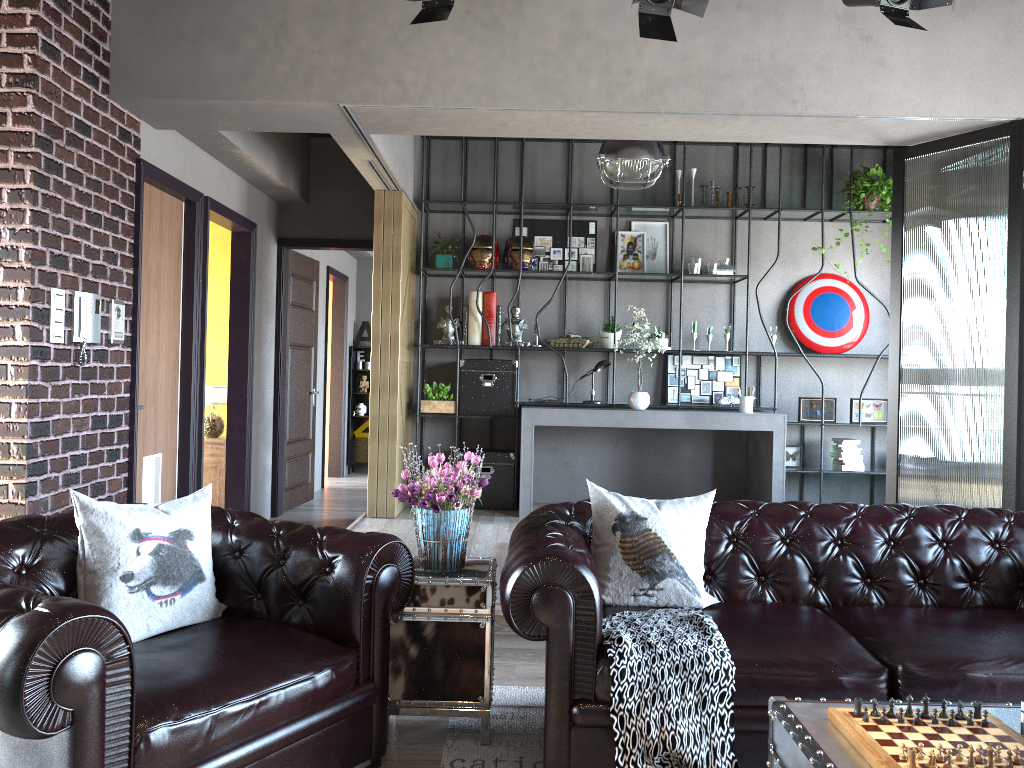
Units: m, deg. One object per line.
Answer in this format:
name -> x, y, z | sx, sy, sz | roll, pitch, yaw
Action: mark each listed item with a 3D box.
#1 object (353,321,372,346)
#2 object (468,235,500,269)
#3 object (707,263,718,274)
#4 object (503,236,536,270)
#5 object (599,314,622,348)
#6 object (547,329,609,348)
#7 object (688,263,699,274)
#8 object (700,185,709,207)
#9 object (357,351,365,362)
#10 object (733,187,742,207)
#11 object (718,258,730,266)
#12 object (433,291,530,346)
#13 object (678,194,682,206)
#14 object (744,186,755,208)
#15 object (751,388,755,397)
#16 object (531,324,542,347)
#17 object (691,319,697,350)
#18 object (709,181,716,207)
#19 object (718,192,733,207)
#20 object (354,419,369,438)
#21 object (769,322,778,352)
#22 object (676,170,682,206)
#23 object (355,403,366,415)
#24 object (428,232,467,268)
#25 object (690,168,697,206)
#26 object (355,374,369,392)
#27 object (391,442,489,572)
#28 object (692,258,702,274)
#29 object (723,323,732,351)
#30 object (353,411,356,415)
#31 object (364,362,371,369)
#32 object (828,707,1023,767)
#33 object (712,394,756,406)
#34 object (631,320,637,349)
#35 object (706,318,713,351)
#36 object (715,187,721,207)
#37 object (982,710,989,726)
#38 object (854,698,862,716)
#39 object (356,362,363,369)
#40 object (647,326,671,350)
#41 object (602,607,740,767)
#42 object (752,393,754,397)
object -> -1.960, -0.667, 11.871 | 0.343, 0.344, 0.057 | 1, 0, 0
object -> -0.247, -1.136, 7.698 | 0.280, 0.327, 0.399 | 1, 0, 5
object -> 1.708, -0.975, 7.564 | 0.092, 0.099, 0.092 | 1, 0, -42
object -> 0.072, -1.128, 7.695 | 0.280, 0.327, 0.399 | 1, 0, -10
object -> 0.856, -0.455, 7.659 | 0.193, 0.305, 0.136 | 1, 0, 34
object -> 0.588, -0.394, 7.719 | 0.577, 0.170, 0.206 | 2, 0, 35
object -> 1.545, -0.978, 7.565 | 0.092, 0.099, 0.092 | 1, 0, 38
object -> 1.668, -1.618, 7.708 | 0.084, 0.233, 0.084 | 1, 0, 27
object -> -2.022, -0.370, 11.872 | 0.107, 0.151, 0.055 | 1, 0, 0
object -> 1.972, -1.611, 7.755 | 0.084, 0.233, 0.084 | 1, 0, -19
object -> 1.862, -1.068, 7.785 | 0.103, 0.068, 0.103 | 1, 0, -7
object -> -0.254, -0.560, 7.723 | 0.833, 0.466, 0.289 | 1, 0, 0
object -> 1.447, -1.571, 7.635 | 0.135, 0.129, 0.135 | 1, 0, -27
object -> 2.053, -1.608, 7.656 | 0.130, 0.232, 0.130 | 1, 0, -22
object -> 1.977, 0.117, 7.328 | 0.062, 0.169, 0.009 | 1, 0, 0
object -> 0.215, -0.417, 7.610 | 0.093, 0.200, 0.093 | 1, 0, -5
object -> 1.558, -0.422, 7.592 | 0.113, 0.275, 0.113 | 1, 0, 4
object -> 1.726, -1.621, 7.635 | 0.100, 0.243, 0.100 | 1, 0, 9
object -> 1.874, -1.572, 7.643 | 0.189, 0.152, 0.189 | 1, 0, 23
object -> -1.913, 0.559, 11.865 | 0.393, 0.321, 0.057 | 1, 0, 0
object -> 2.284, -0.404, 7.752 | 0.113, 0.270, 0.113 | 1, 0, -11
object -> 1.481, -1.703, 7.888 | 0.128, 0.390, 0.128 | 1, 0, -31
object -> -1.998, 0.337, 11.719 | 0.139, 0.162, 0.139 | 1, 0, -35
object -> -0.590, -1.146, 7.715 | 0.324, 0.339, 0.295 | 1, 0, -43
object -> 1.593, -1.700, 7.816 | 0.128, 0.390, 0.128 | 1, 0, -40
object -> -1.989, -0.016, 11.738 | 0.190, 0.254, 0.129 | 1, 0, -1
object -> -0.269, 0.468, 3.426 | 0.349, 0.484, 0.352 | 1, 0, 31
object -> 1.595, -1.006, 7.669 | 0.087, 0.155, 0.087 | 1, 0, 13
object -> 1.848, -0.402, 7.627 | 0.113, 0.246, 0.113 | 1, 0, 19
object -> -2.076, 0.384, 11.639 | 0.031, 0.054, 0.042 | 1, 0, -44
object -> -1.924, -0.244, 11.829 | 0.095, 0.101, 0.095 | 1, 0, 23
object -> 1.050, 0.881, 2.143 | 0.429, 0.036, 0.429 | 1, 1, 0
object -> 1.910, 0.135, 7.726 | 0.379, 0.111, 0.351 | 2, 1, 33
object -> 1.078, -0.436, 7.846 | 0.113, 0.273, 0.113 | 1, 0, -33
object -> 1.755, -0.434, 7.890 | 0.113, 0.302, 0.113 | 1, 0, 19
object -> 1.806, -1.612, 7.804 | 0.080, 0.226, 0.080 | 1, 0, -27
object -> 1.203, 0.846, 2.251 | 0.017, 0.037, 0.017 | 1, 0, 20
object -> 0.897, 0.837, 2.299 | 0.019, 0.040, 0.019 | 1, 0, -26
object -> -2.039, -0.247, 11.829 | 0.095, 0.101, 0.095 | 1, 0, 23
object -> 1.261, -0.399, 7.675 | 0.235, 0.213, 0.235 | 1, 0, -45
object -> 0.400, 1.085, 2.593 | 0.562, 0.569, 1.699 | 1, 1, 21
object -> 1.958, 0.150, 7.312 | 0.068, 0.159, 0.009 | 1, 0, 14
